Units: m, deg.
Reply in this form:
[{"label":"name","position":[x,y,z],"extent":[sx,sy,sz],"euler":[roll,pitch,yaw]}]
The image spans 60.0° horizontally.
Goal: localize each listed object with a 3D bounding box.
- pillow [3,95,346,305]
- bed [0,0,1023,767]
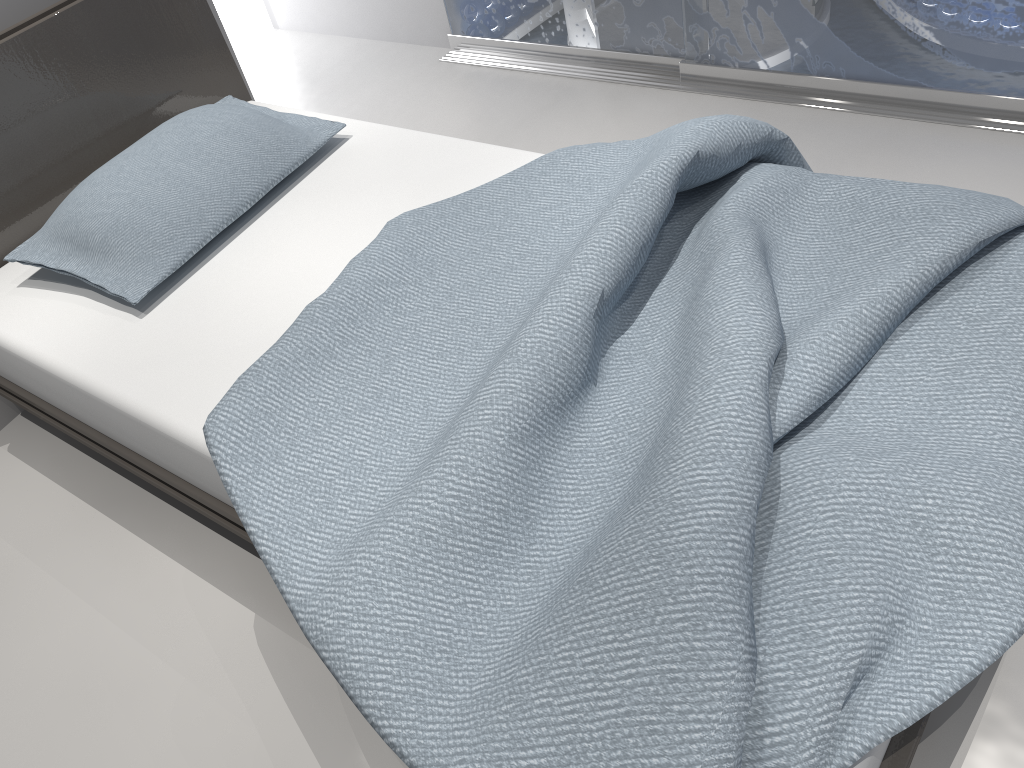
[{"label":"pillow","position":[-0.770,-0.483,2.065],"extent":[0.417,0.173,0.746],"euler":[15,51,29]},{"label":"bed","position":[-0.222,-0.196,1.692],"extent":[2.319,0.752,1.411],"euler":[20,53,32]}]
